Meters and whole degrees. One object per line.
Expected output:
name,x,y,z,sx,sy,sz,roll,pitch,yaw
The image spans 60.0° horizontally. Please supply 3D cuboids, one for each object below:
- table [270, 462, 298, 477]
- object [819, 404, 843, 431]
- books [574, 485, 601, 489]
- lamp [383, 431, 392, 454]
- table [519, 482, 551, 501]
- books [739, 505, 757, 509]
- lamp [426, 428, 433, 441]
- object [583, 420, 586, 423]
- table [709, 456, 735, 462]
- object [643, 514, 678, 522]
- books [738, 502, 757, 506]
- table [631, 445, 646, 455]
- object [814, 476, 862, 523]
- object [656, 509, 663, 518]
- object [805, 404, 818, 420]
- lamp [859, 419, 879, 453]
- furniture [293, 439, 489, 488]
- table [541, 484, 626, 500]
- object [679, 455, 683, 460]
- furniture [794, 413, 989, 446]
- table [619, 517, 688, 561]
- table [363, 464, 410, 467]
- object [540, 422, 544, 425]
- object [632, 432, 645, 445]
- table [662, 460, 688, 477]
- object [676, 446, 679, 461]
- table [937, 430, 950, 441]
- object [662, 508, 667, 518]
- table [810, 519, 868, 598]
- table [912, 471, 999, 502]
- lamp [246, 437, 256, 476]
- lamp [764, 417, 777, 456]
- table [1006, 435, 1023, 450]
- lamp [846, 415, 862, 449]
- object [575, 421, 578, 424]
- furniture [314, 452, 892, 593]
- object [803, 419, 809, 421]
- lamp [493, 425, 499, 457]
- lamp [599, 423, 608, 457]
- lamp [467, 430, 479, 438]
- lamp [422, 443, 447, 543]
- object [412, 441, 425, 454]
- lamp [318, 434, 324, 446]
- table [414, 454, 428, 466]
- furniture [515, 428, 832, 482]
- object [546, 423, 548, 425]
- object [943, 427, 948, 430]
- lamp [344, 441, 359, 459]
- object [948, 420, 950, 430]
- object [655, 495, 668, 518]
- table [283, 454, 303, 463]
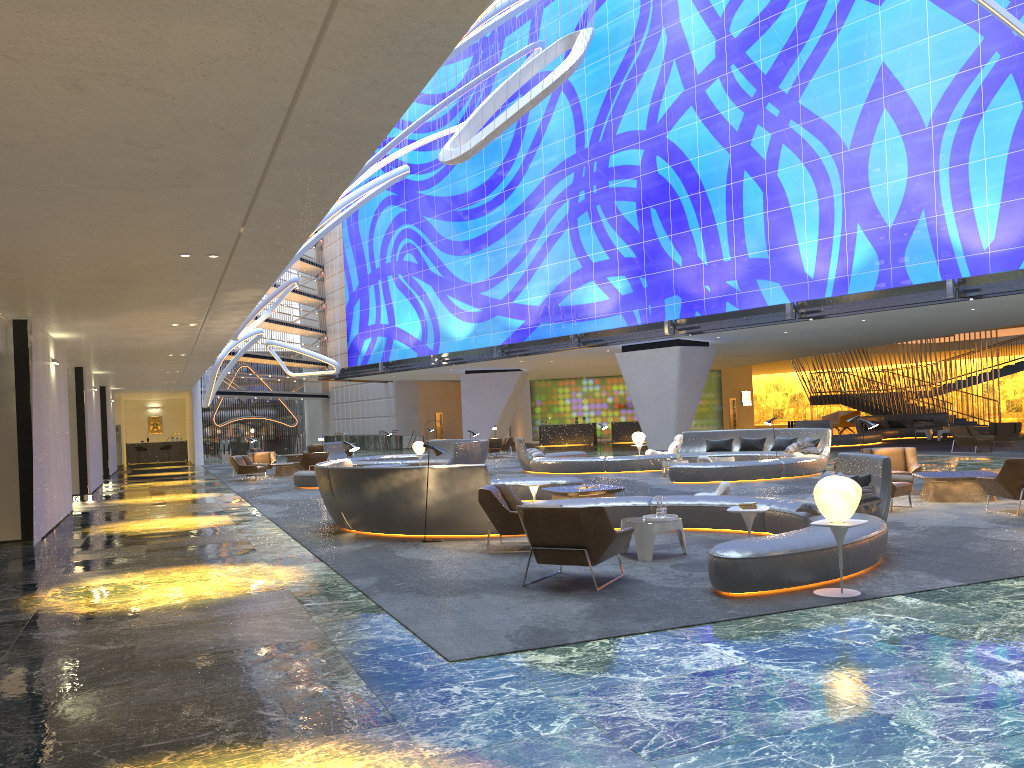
table,-7.208,2.772,28.787,1.202,0.392,1.204,-2,-2,-22
object,17.781,1.828,49.391,1.204,1.664,0.476,-2,0,-12
books,1.214,1.661,14.380,0.395,0.039,0.301,-2,-2,-8
lamp,-4.400,2.294,31.280,0.384,1.300,0.202,-2,0,-4
table,0.330,1.746,12.924,0.418,0.595,0.428,-2,-1,-25
books,2.288,1.188,8.584,0.128,0.030,0.182,-2,-2,0
lamp,-3.501,2.495,37.771,0.384,1.300,0.202,-2,0,-4
object,3.833,2.005,46.931,0.150,0.145,0.150,-3,-1,12
table,5.062,1.976,21.604,0.673,0.406,0.671,-2,-2,-2
object,1.618,1.460,9.675,0.381,0.038,0.381,-1,-2,-30
books,2.283,1.162,8.582,0.133,0.022,0.189,-4,-2,29
table,3.717,2.080,25.888,0.428,0.595,0.417,-3,-1,42
object,2.693,0.954,7.332,0.366,0.387,0.318,-2,-1,-40
object,1.594,1.415,9.578,0.071,0.118,0.071,-2,-1,-39
object,16.718,1.873,49.375,0.476,1.664,1.204,-3,-1,33
lamp,6.215,1.250,15.464,0.384,1.300,0.202,-3,0,31
furniture,-3.392,2.218,26.713,5.184,0.969,9.934,-2,-2,-5
table,1.152,1.875,14.311,1.202,0.392,1.204,-2,-2,-21
object,3.972,1.733,20.856,0.071,0.118,0.151,-2,-1,-12
furniture,13.928,1.760,34.528,9.925,0.969,5.189,-2,-2,-5
table,1.536,1.688,9.751,0.670,0.406,0.674,-2,-2,-25
table,-3.473,2.454,24.543,1.202,0.392,1.204,-2,-2,-21
object,1.613,2.120,47.493,0.149,0.149,0.149,-3,-1,13
object,3.690,1.588,25.839,0.366,0.387,0.318,-2,-1,-40
table,3.781,2.001,20.795,0.671,0.406,0.673,-3,-2,30
object,3.885,1.614,20.727,0.076,0.355,0.066,-3,0,35
table,16.337,1.921,33.240,0.670,0.406,0.674,-1,-2,-35
object,1.655,1.414,9.630,0.071,0.118,0.071,-3,-1,36
table,2.721,1.446,7.382,0.428,0.595,0.417,-3,-1,42
table,6.971,1.609,13.905,1.203,0.392,1.203,-3,-2,14
lamp,-8.726,2.419,29.638,0.384,1.300,0.202,-2,0,-4
lamp,6.445,1.481,21.968,0.384,1.300,0.202,-2,0,-29
table,14.995,1.700,25.670,1.204,0.392,1.203,-4,-2,33
lamp,7.731,1.350,19.927,0.384,1.300,0.202,-3,0,22
object,3.432,2.025,47.003,0.150,0.145,0.150,-3,-1,12
furniture,0.485,1.507,12.076,5.183,0.969,9.937,-2,-2,-25
object,11.717,1.593,35.313,0.318,0.387,0.367,-2,-1,-15
lamp,-0.670,2.297,35.710,0.202,1.300,0.384,-2,0,-5
lamp,2.658,1.790,25.893,0.384,1.300,0.202,-3,0,44
lamp,-1.040,1.870,23.746,0.384,1.300,0.202,-2,0,-4
lamp,-1.014,1.419,11.620,0.384,1.300,0.202,-2,0,-22
object,-2.725,1.868,25.941,0.366,0.387,0.318,-2,-1,-15
lamp,-5.895,2.221,27.577,0.202,1.300,0.384,-2,0,-5
table,-2.677,2.359,25.983,0.418,0.595,0.428,-2,-1,-23
furniture,3.901,1.783,23.505,5.183,0.969,9.937,-1,-2,-30
object,1.854,2.127,47.437,0.108,0.108,0.111,-3,-1,13
object,16.356,1.667,33.450,0.151,0.118,0.071,-3,-1,14
lamp,-2.774,1.630,15.276,0.384,1.300,0.202,-3,0,28
object,16.434,1.540,33.322,0.076,0.355,0.066,-2,0,-30
object,1.631,1.351,9.725,0.131,0.252,0.103,-2,-1,-39
table,-8.956,3.161,37.247,1.203,0.392,1.204,-2,-2,-4
